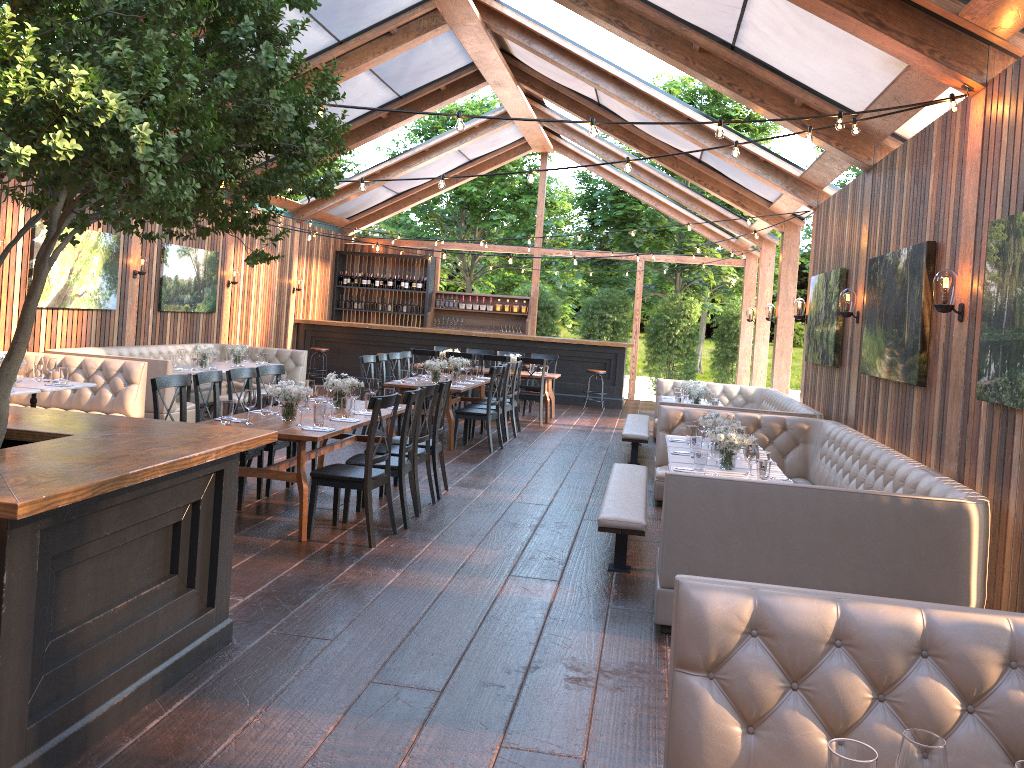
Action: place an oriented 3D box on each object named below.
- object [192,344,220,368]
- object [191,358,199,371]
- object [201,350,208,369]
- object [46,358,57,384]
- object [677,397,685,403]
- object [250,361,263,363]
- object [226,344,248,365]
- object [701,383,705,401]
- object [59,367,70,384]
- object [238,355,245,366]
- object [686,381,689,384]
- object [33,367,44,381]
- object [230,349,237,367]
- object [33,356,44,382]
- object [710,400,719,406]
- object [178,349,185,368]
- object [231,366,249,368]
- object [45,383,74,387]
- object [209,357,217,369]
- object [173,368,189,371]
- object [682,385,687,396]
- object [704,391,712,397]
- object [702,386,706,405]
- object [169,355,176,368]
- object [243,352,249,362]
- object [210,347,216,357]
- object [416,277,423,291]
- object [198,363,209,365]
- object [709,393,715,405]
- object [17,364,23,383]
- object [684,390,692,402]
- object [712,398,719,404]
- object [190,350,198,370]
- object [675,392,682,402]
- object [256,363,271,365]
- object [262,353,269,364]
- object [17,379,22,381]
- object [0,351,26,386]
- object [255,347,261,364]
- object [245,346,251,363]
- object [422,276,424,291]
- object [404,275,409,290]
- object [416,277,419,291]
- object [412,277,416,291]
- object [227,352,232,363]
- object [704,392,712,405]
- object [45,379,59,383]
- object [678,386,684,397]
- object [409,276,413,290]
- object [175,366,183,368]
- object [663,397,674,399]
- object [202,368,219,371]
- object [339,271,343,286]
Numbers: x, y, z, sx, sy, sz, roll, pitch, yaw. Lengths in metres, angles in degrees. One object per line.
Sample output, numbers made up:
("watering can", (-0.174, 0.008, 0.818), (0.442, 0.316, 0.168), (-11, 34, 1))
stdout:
("object", (-4.045, -0.369, 11.647), (0.330, 0.309, 0.336), (6, 3, 31))
("object", (-3.980, -0.247, 11.100), (0.092, 0.158, 0.092), (4, 1, -5))
("object", (-3.977, -0.316, 11.433), (0.092, 0.244, 0.092), (3, 1, -33))
("object", (-4.431, -0.125, 8.512), (0.092, 0.244, 0.092), (4, 1, 12))
("object", (1.955, 0.234, 10.276), (0.092, 0.158, 0.092), (4, 1, -5))
("object", (-3.797, -0.324, 13.197), (0.157, 0.019, 0.255), (5, 4, 9))
("object", (-3.916, -0.432, 12.592), (0.328, 0.309, 0.337), (3, 3, -17))
("object", (2.560, 0.104, 11.985), (0.092, 0.244, 0.092), (3, 1, -39))
("object", (-4.337, -0.080, 8.563), (0.092, 0.158, 0.092), (4, 1, -5))
("object", (-3.754, -0.319, 12.247), (0.092, 0.158, 0.092), (4, 1, -5))
("object", (2.384, 0.084, 12.078), (0.092, 0.244, 0.092), (3, 1, -39))
("object", (-4.661, -0.113, 8.703), (0.091, 0.158, 0.092), (3, 2, -45))
("object", (-3.848, -0.364, 12.196), (0.092, 0.244, 0.092), (3, 1, -39))
("object", (-4.607, -0.145, 8.605), (0.092, 0.244, 0.092), (3, 1, -33))
("object", (2.306, 0.272, 10.102), (0.092, 0.158, 0.092), (4, 1, -5))
("object", (-4.232, -0.325, 11.324), (0.092, 0.244, 0.092), (3, 1, -33))
("object", (-3.736, -0.235, 12.082), (0.255, 0.019, 0.158), (5, 4, 9))
("object", (-4.319, 0.004, 8.399), (0.255, 0.019, 0.158), (5, 4, 9))
("object", (-3.883, -0.270, 11.484), (0.092, 0.158, 0.092), (4, 1, -5))
("object", (-4.150, -0.188, 11.077), (0.157, 0.019, 0.255), (5, 4, 9))
("object", (2.180, 0.143, 11.117), (0.092, 0.244, 0.092), (3, 1, -39))
("object", (2.310, 0.204, 10.435), (0.092, 0.244, 0.092), (3, 1, -33))
("object", (2.438, 0.155, 11.198), (0.092, 0.244, 0.092), (3, 1, -39))
("object", (-4.331, -0.285, 11.274), (0.092, 0.158, 0.092), (4, 1, -5))
("object", (-3.956, -0.403, 13.173), (0.092, 0.158, 0.092), (4, 1, -5))
("object", (-4.106, -0.377, 12.115), (0.092, 0.244, 0.092), (3, 1, -39))
("object", (-2.049, -2.222, 19.648), (0.136, 0.315, 0.136), (4, 1, 16))
("object", (-4.234, -0.282, 12.230), (0.255, 0.019, 0.158), (5, 4, 9))
("object", (2.532, 0.201, 11.249), (0.092, 0.158, 0.092), (4, 1, -5))
("object", (-4.693, -0.134, 8.386), (0.092, 0.244, 0.092), (3, 1, -33))
("object", (2.055, 0.194, 10.326), (0.092, 0.244, 0.092), (3, 1, -33))
("object", (2.403, 0.250, 10.486), (0.092, 0.158, 0.092), (4, 1, -5))
("object", (-4.028, -0.301, 11.196), (0.092, 0.244, 0.092), (3, 1, -33))
("object", (2.081, 0.183, 11.067), (0.092, 0.158, 0.092), (4, 1, -5))
("object", (-3.614, -0.286, 12.870), (0.255, 0.019, 0.158), (5, 4, 9))
("object", (-3.633, -0.370, 13.034), (0.092, 0.158, 0.092), (4, 1, -5))
("object", (-4.821, -0.039, 8.501), (0.255, 0.019, 0.158), (5, 4, 9))
("object", (-4.615, -0.141, 8.125), (0.337, 0.309, 0.329), (5, 3, 25))
("object", (-3.727, -0.416, 12.983), (0.092, 0.244, 0.092), (3, 1, -39))
("object", (-3.903, -0.435, 13.076), (0.092, 0.244, 0.092), (3, 1, -39))
("object", (-1.993, -2.238, 19.780), (0.087, 0.334, 0.087), (4, 1, -11))
("object", (-2.342, -2.254, 19.669), (0.087, 0.334, 0.087), (4, 1, -11))
("object", (-2.097, -2.234, 19.781), (0.077, 0.309, 0.077), (4, 1, -13))
("object", (-2.170, -2.228, 19.627), (0.078, 0.312, 0.078), (4, 1, 4))
("object", (-4.088, -0.385, 12.806), (0.092, 0.158, 0.092), (4, 1, -5))
("object", (2.259, 0.218, 10.198), (0.092, 0.244, 0.092), (3, 1, -33))
("object", (-4.501, -0.034, 8.727), (0.157, 0.019, 0.255), (5, 4, 9))
("object", (2.330, 0.116, 12.175), (0.092, 0.158, 0.092), (4, 1, -5))
("object", (-2.246, -2.236, 19.671), (0.077, 0.309, 0.077), (4, 1, -13))
("object", (-4.360, -0.230, 11.439), (0.255, 0.019, 0.158), (5, 4, 9))
("object", (2.170, 0.190, 11.974), (0.255, 0.019, 0.158), (5, 4, 9))
("object", (-3.865, -0.186, 11.320), (0.255, 0.019, 0.158), (5, 4, 9))
("object", (-3.855, -2.379, 19.966), (0.081, 0.324, 0.171), (4, 1, -6))
